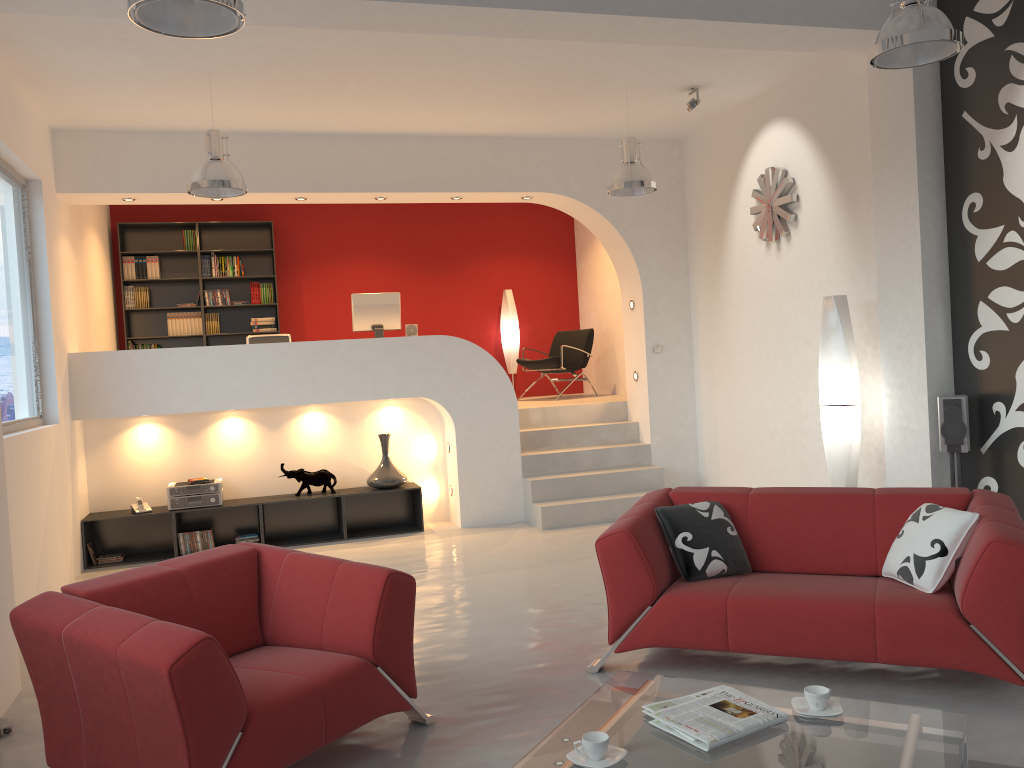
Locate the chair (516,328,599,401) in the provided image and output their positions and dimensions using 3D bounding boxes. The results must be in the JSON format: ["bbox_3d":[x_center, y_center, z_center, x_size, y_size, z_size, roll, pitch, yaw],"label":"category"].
[{"bbox_3d":[0.511,-0.227,10.330,0.768,0.795,0.664,-5,2,-41],"label":"chair"}]

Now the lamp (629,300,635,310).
[{"bbox_3d":[1.172,-0.774,8.678,0.011,0.105,0.105,-4,2,-16],"label":"lamp"}]

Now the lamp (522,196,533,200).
[{"bbox_3d":[0.141,-1.753,8.364,0.105,0.011,0.105,-4,2,-28],"label":"lamp"}]

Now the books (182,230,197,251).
[{"bbox_3d":[-3.625,-1.599,9.997,0.146,0.240,0.170,-4,2,-16],"label":"books"}]

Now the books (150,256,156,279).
[{"bbox_3d":[-3.992,-1.283,9.879,0.040,0.260,0.200,-4,2,-16],"label":"books"}]

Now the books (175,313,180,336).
[{"bbox_3d":[-3.752,-0.665,9.956,0.040,0.260,0.200,-4,2,-16],"label":"books"}]

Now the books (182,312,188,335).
[{"bbox_3d":[-3.674,-0.670,9.979,0.040,0.260,0.200,-4,2,-16],"label":"books"}]

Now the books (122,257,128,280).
[{"bbox_3d":[-4.264,-1.265,9.799,0.040,0.260,0.200,-4,2,-16],"label":"books"}]

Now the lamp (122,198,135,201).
[{"bbox_3d":[-3.189,-1.533,7.377,0.105,0.011,0.105,-4,2,-13],"label":"lamp"}]

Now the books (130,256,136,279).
[{"bbox_3d":[-4.186,-1.270,9.821,0.040,0.260,0.200,-4,2,-16],"label":"books"}]

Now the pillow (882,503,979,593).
[{"bbox_3d":[1.845,0.718,3.927,0.288,0.343,0.402,-4,2,-9],"label":"pillow"}]

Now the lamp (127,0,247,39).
[{"bbox_3d":[-1.133,-1.649,3.025,0.379,0.800,0.379,-3,2,12],"label":"lamp"}]

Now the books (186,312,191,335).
[{"bbox_3d":[-3.635,-0.673,9.990,0.040,0.260,0.200,-4,2,-16],"label":"books"}]

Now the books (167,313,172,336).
[{"bbox_3d":[-3.829,-0.660,9.933,0.040,0.260,0.200,-4,2,-16],"label":"books"}]

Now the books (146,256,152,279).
[{"bbox_3d":[-4.031,-1.280,9.867,0.040,0.260,0.200,-4,2,-16],"label":"books"}]

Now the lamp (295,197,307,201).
[{"bbox_3d":[-1.850,-1.622,7.774,0.105,0.011,0.105,-4,2,-28],"label":"lamp"}]

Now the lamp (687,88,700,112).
[{"bbox_3d":[1.410,-2.207,6.892,0.112,0.176,0.118,-3,2,26],"label":"lamp"}]

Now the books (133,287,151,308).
[{"bbox_3d":[-4.111,-0.948,9.858,0.146,0.240,0.170,-4,2,-16],"label":"books"}]

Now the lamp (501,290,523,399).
[{"bbox_3d":[-0.015,-0.490,10.988,0.237,1.349,0.237,-4,2,-8],"label":"lamp"}]

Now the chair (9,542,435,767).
[{"bbox_3d":[-1.053,1.079,3.361,0.951,0.738,1.288,-2,2,34],"label":"chair"}]

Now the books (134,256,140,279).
[{"bbox_3d":[-4.147,-1.273,9.833,0.040,0.260,0.200,-4,2,-16],"label":"books"}]

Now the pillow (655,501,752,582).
[{"bbox_3d":[0.934,0.760,4.331,0.402,0.343,0.288,-4,2,-24],"label":"pillow"}]

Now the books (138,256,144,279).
[{"bbox_3d":[-4.109,-1.275,9.844,0.040,0.260,0.200,-4,2,-16],"label":"books"}]

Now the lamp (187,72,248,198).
[{"bbox_3d":[-1.986,-1.675,5.901,0.379,0.800,0.379,-2,2,45],"label":"lamp"}]

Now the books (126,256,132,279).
[{"bbox_3d":[-4.225,-1.267,9.810,0.040,0.260,0.200,-4,2,-16],"label":"books"}]

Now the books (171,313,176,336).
[{"bbox_3d":[-3.790,-0.663,9.944,0.040,0.260,0.200,-4,2,-16],"label":"books"}]

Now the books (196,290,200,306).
[{"bbox_3d":[-3.548,-0.959,10.034,0.063,0.187,0.135,-4,2,-16],"label":"books"}]

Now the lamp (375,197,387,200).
[{"bbox_3d":[-1.180,-1.666,7.973,0.105,0.011,0.105,-4,2,-28],"label":"lamp"}]

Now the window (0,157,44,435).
[{"bbox_3d":[-3.205,-0.582,5.347,0.100,1.800,2.400,-4,2,-16],"label":"window"}]

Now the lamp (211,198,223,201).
[{"bbox_3d":[-2.519,-1.577,7.576,0.105,0.011,0.105,-4,2,-28],"label":"lamp"}]

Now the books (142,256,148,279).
[{"bbox_3d":[-4.070,-1.278,9.856,0.040,0.260,0.200,-4,2,-16],"label":"books"}]

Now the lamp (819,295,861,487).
[{"bbox_3d":[2.210,0.299,5.948,0.313,1.779,0.313,-4,2,-8],"label":"lamp"}]

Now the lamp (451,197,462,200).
[{"bbox_3d":[-0.510,-1.710,8.171,0.105,0.011,0.105,-4,2,-28],"label":"lamp"}]

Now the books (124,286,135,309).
[{"bbox_3d":[-4.227,-0.949,9.825,0.090,0.256,0.181,-4,2,-16],"label":"books"}]

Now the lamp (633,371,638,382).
[{"bbox_3d":[1.213,-0.076,8.697,0.011,0.105,0.105,-4,2,-16],"label":"lamp"}]

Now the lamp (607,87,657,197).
[{"bbox_3d":[0.893,-1.865,6.753,0.379,0.800,0.379,-2,2,45],"label":"lamp"}]

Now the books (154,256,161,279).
[{"bbox_3d":[-3.953,-1.285,9.890,0.040,0.260,0.200,-4,2,-16],"label":"books"}]

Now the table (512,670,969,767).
[{"bbox_3d":[0.659,1.219,2.570,1.162,0.286,1.097,-3,2,29],"label":"table"}]

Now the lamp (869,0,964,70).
[{"bbox_3d":[1.746,-1.840,3.877,0.379,0.800,0.379,-4,2,-24],"label":"lamp"}]

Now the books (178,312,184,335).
[{"bbox_3d":[-3.713,-0.668,9.967,0.040,0.260,0.200,-4,2,-16],"label":"books"}]

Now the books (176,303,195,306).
[{"bbox_3d":[-3.682,-0.894,9.995,0.190,0.015,0.135,-4,2,-16],"label":"books"}]
